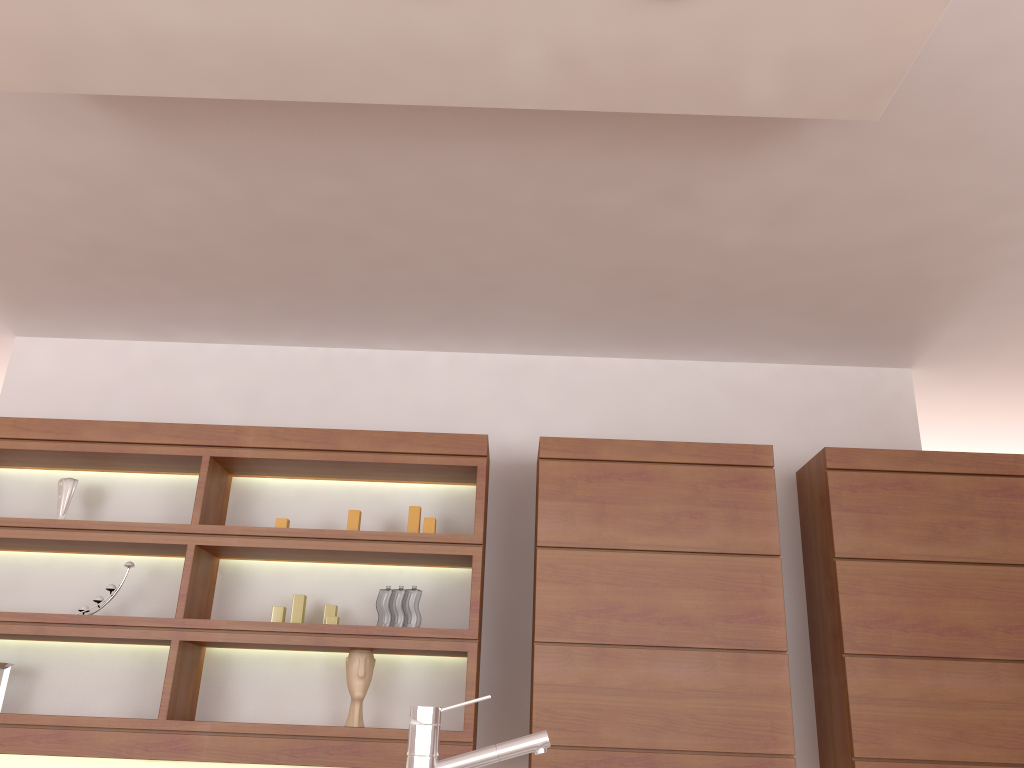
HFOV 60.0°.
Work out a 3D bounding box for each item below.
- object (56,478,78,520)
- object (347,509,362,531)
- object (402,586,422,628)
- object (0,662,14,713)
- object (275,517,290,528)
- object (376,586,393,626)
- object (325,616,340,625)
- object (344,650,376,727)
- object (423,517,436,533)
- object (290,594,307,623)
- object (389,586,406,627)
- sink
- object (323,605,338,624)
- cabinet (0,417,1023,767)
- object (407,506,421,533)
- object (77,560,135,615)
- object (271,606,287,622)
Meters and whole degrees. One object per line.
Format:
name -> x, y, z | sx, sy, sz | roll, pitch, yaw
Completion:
object -> -1.755, 0.463, 3.474 | 0.071, 0.197, 0.103 | 18, -26, -35
object -> -0.602, 0.526, 3.384 | 0.044, 0.099, 0.044 | 2, -21, 0
object -> -0.375, 0.841, 3.325 | 0.065, 0.165, 0.054 | -4, -22, 15
object -> -1.913, 1.100, 3.215 | 0.159, 0.171, 0.159 | -13, -26, 34
object -> -0.864, 0.526, 3.343 | 0.044, 0.049, 0.044 | 2, -21, 0
object -> -0.477, 0.848, 3.353 | 0.065, 0.165, 0.054 | -4, -22, 15
object -> -0.669, 0.889, 3.304 | 0.044, 0.040, 0.044 | 2, -21, 0
object -> -0.562, 1.102, 3.242 | 0.100, 0.284, 0.100 | -10, -24, 29
object -> -0.313, 0.547, 3.370 | 0.044, 0.070, 0.044 | 2, -21, 0
object -> -0.810, 0.862, 3.361 | 0.044, 0.120, 0.044 | 2, -21, 0
object -> -0.426, 0.845, 3.339 | 0.065, 0.165, 0.054 | -4, -22, 15
sink -> 0.185, 0.619, 1.185 | 0.668, 0.368, 0.404 | 2, -21, 0
object -> -0.693, 0.890, 3.379 | 0.044, 0.090, 0.044 | 2, -21, 0
cabinet -> -0.276, 0.885, 3.566 | 4.718, 1.200, 0.754 | 2, -21, 0
object -> -0.376, 0.534, 3.411 | 0.044, 0.120, 0.044 | 2, -21, 0
object -> -1.556, 0.778, 3.367 | 0.190, 0.227, 0.136 | -11, -25, 30
object -> -0.875, 0.871, 3.321 | 0.044, 0.070, 0.044 | 2, -21, 0
